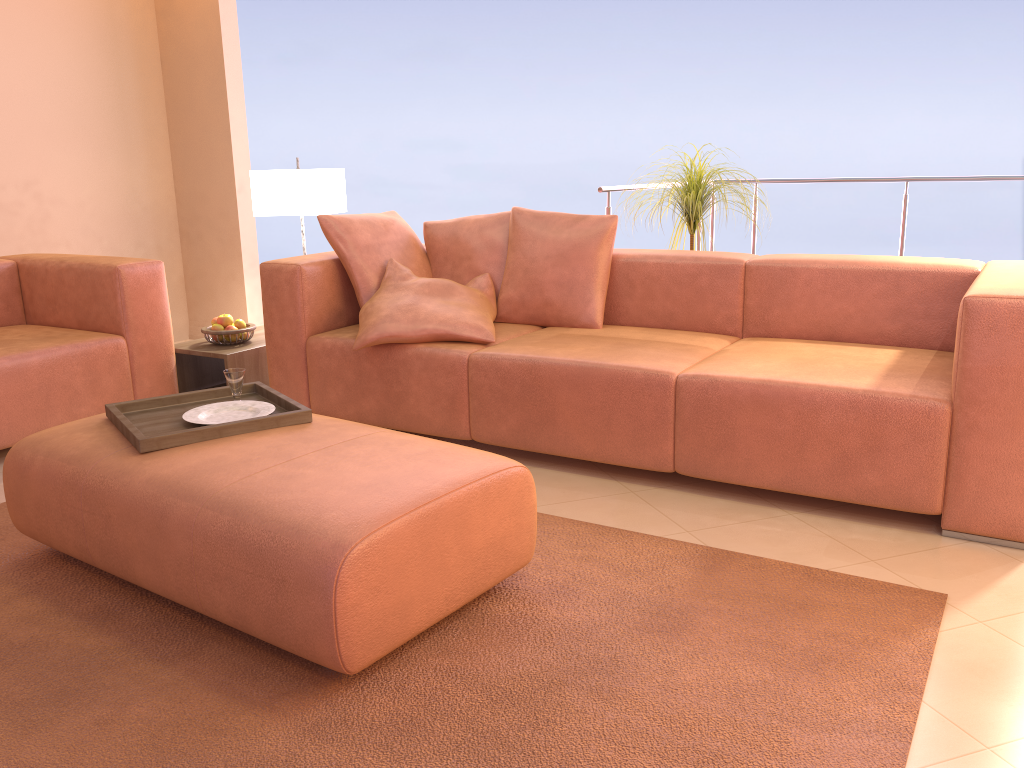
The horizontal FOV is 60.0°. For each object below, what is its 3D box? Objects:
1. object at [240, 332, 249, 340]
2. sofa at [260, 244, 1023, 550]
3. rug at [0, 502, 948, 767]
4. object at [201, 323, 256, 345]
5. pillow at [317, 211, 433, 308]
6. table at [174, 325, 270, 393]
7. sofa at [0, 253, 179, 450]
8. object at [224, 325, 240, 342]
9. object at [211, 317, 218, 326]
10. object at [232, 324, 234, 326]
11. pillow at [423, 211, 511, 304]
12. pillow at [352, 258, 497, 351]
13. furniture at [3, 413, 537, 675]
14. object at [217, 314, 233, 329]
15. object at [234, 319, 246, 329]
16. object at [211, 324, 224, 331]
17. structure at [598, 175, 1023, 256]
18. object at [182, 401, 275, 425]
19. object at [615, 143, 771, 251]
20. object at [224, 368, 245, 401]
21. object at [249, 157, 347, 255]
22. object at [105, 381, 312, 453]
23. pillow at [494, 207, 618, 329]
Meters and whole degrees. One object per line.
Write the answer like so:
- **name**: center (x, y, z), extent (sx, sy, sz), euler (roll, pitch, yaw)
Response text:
- **object**: center (-1.191, -0.217, 3.939), extent (0.046, 0.046, 0.055), euler (1, 14, 9)
- **sofa**: center (0.404, -0.125, 3.261), extent (2.781, 0.672, 0.943), euler (7, 16, 30)
- **rug**: center (-0.580, 0.553, 1.964), extent (2.626, 0.005, 1.833), euler (7, 16, 30)
- **object**: center (-1.256, -0.219, 3.941), extent (0.235, 0.071, 0.235), euler (4, 15, 22)
- **pillow**: center (-0.514, -0.486, 3.694), extent (0.314, 0.455, 0.519), euler (6, 15, 27)
- **table**: center (-1.123, -0.110, 4.199), extent (0.412, 0.268, 0.918), euler (7, 16, 30)
- **sofa**: center (-2.516, 0.039, 2.848), extent (0.943, 0.672, 2.781), euler (7, 16, 30)
- **object**: center (-1.230, -0.221, 3.891), extent (0.074, 0.076, 0.072), euler (10, 18, 40)
- **object**: center (-1.308, -0.275, 3.939), extent (0.047, 0.046, 0.054), euler (3, 14, 17)
- **object**: center (-1.245, -0.237, 3.962), extent (0.077, 0.065, 0.076), euler (11, 18, 41)
- **pillow**: center (-0.162, -0.502, 3.700), extent (0.492, 0.446, 0.255), euler (2, 14, 14)
- **pillow**: center (-0.320, -0.318, 3.377), extent (0.517, 0.292, 0.514), euler (-1, 14, 0)
- **furniture**: center (-0.646, 0.280, 2.258), extent (1.291, 0.301, 0.685), euler (8, 17, 35)
- **object**: center (-1.264, -0.276, 3.908), extent (0.069, 0.061, 0.068), euler (-3, 14, -7)
- **object**: center (-1.202, -0.262, 3.921), extent (0.051, 0.053, 0.045), euler (-11, 17, -35)
- **object**: center (-1.286, -0.240, 3.874), extent (0.055, 0.047, 0.045), euler (1, 14, 8)
- **structure**: center (2.581, -0.629, 3.886), extent (4.176, 0.541, 1.663), euler (7, 16, 30)
- **object**: center (-0.761, 0.083, 2.392), extent (0.240, 0.018, 0.240), euler (-2, 14, -5)
- **object**: center (0.833, -0.562, 4.141), extent (0.703, 1.088, 0.729), euler (-1, 14, 0)
- **object**: center (-0.800, 0.004, 2.570), extent (0.061, 0.091, 0.061), euler (2, 14, 15)
- **object**: center (-1.018, -0.695, 4.335), extent (0.344, 0.799, 0.344), euler (1, 14, 9)
- **object**: center (-0.828, 0.079, 2.403), extent (0.436, 0.034, 0.421), euler (-10, 16, -33)
- **pillow**: center (0.173, -0.459, 3.500), extent (0.470, 0.468, 0.211), euler (5, 15, 26)
